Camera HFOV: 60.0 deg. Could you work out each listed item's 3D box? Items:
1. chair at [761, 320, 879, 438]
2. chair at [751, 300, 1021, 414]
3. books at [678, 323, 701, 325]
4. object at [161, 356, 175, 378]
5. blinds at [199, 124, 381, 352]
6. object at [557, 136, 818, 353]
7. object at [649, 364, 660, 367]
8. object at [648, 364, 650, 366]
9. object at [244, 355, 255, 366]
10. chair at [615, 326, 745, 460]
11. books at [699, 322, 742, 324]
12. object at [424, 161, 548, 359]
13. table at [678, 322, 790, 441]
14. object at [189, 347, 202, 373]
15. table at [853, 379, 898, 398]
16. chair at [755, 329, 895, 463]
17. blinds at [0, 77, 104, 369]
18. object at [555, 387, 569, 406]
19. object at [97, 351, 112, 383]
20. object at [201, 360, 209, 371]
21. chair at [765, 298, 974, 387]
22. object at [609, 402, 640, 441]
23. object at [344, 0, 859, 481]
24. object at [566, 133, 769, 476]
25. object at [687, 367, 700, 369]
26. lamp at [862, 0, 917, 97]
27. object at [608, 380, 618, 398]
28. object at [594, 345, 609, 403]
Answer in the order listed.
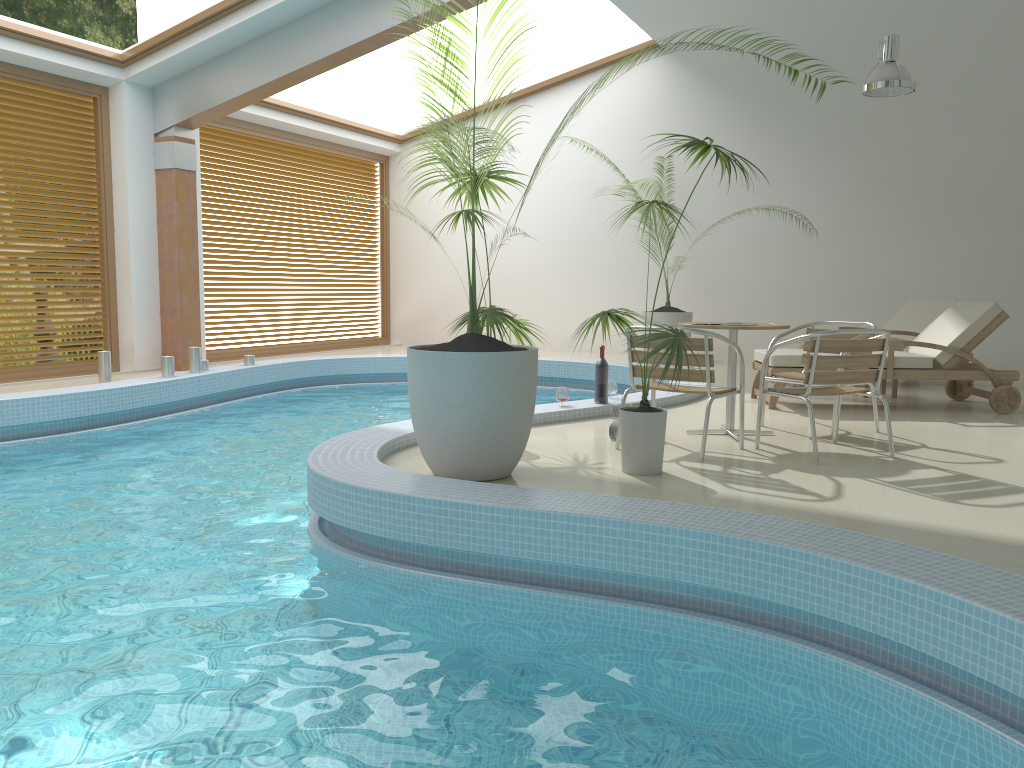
[{"bbox_3d":[2.081,-0.058,5.986,0.563,0.727,0.618,-4,7,-32],"label":"chair"},{"bbox_3d":[3.014,-0.256,7.281,1.903,0.866,0.861,1,6,4],"label":"chair"},{"bbox_3d":[1.217,-0.391,5.734,0.241,0.004,0.166,-2,7,-23],"label":"books"},{"bbox_3d":[-3.245,-0.163,8.365,0.115,0.194,0.115,-2,7,-24],"label":"object"},{"bbox_3d":[-3.132,-1.922,12.487,0.095,2.921,4.414,3,7,25],"label":"blinds"},{"bbox_3d":[2.134,-1.757,11.285,2.979,2.960,2.729,-1,6,-10],"label":"object"},{"bbox_3d":[1.563,-0.210,9.704,0.140,0.069,0.140,0,6,-6],"label":"object"},{"bbox_3d":[1.556,-0.230,9.886,0.140,0.069,0.140,0,6,-6],"label":"object"},{"bbox_3d":[-2.863,-0.259,9.671,0.115,0.107,0.115,-1,6,-16],"label":"object"},{"bbox_3d":[1.001,0.015,5.245,0.618,0.727,0.563,5,8,37],"label":"chair"},{"bbox_3d":[1.322,-0.389,5.684,0.241,0.004,0.166,-2,7,-23],"label":"books"},{"bbox_3d":[-0.180,-0.489,5.388,0.791,1.695,1.059,2,6,12],"label":"object"},{"bbox_3d":[1.428,-0.029,5.769,0.700,0.720,0.700,7,9,44],"label":"table"},{"bbox_3d":[-3.137,-0.237,8.780,0.115,0.254,0.115,-2,7,-24],"label":"object"},{"bbox_3d":[3.256,-0.020,7.954,0.283,0.255,0.320,1,6,4],"label":"table"},{"bbox_3d":[1.820,0.031,5.155,0.618,0.727,0.563,-2,7,-22],"label":"chair"},{"bbox_3d":[-5.352,-1.428,7.823,0.095,2.921,4.200,3,7,25],"label":"blinds"},{"bbox_3d":[0.370,0.093,6.538,0.102,0.137,0.102,5,8,34],"label":"object"},{"bbox_3d":[-3.831,-0.148,8.344,0.115,0.320,0.115,-1,6,-16],"label":"object"},{"bbox_3d":[-3.146,-0.190,9.025,0.115,0.107,0.115,-1,6,-16],"label":"object"},{"bbox_3d":[3.591,-0.436,8.964,1.903,0.866,0.861,-1,6,-12],"label":"chair"},{"bbox_3d":[0.733,0.231,5.627,0.272,0.223,0.081,-6,9,-44],"label":"object"},{"bbox_3d":[-0.136,-1.037,4.539,2.979,2.960,2.729,6,8,42],"label":"object"},{"bbox_3d":[0.769,-0.386,4.511,0.791,1.695,1.059,-3,7,-29],"label":"object"},{"bbox_3d":[2.024,-0.148,9.892,0.140,0.069,0.140,0,6,-6],"label":"object"},{"bbox_3d":[3.778,-3.895,8.771,0.506,1.958,0.505,3,7,25],"label":"lamp"},{"bbox_3d":[0.786,0.042,7.025,0.102,0.137,0.102,5,8,34],"label":"object"},{"bbox_3d":[0.678,-0.074,6.698,0.109,0.435,0.109,-3,7,-30],"label":"object"}]
